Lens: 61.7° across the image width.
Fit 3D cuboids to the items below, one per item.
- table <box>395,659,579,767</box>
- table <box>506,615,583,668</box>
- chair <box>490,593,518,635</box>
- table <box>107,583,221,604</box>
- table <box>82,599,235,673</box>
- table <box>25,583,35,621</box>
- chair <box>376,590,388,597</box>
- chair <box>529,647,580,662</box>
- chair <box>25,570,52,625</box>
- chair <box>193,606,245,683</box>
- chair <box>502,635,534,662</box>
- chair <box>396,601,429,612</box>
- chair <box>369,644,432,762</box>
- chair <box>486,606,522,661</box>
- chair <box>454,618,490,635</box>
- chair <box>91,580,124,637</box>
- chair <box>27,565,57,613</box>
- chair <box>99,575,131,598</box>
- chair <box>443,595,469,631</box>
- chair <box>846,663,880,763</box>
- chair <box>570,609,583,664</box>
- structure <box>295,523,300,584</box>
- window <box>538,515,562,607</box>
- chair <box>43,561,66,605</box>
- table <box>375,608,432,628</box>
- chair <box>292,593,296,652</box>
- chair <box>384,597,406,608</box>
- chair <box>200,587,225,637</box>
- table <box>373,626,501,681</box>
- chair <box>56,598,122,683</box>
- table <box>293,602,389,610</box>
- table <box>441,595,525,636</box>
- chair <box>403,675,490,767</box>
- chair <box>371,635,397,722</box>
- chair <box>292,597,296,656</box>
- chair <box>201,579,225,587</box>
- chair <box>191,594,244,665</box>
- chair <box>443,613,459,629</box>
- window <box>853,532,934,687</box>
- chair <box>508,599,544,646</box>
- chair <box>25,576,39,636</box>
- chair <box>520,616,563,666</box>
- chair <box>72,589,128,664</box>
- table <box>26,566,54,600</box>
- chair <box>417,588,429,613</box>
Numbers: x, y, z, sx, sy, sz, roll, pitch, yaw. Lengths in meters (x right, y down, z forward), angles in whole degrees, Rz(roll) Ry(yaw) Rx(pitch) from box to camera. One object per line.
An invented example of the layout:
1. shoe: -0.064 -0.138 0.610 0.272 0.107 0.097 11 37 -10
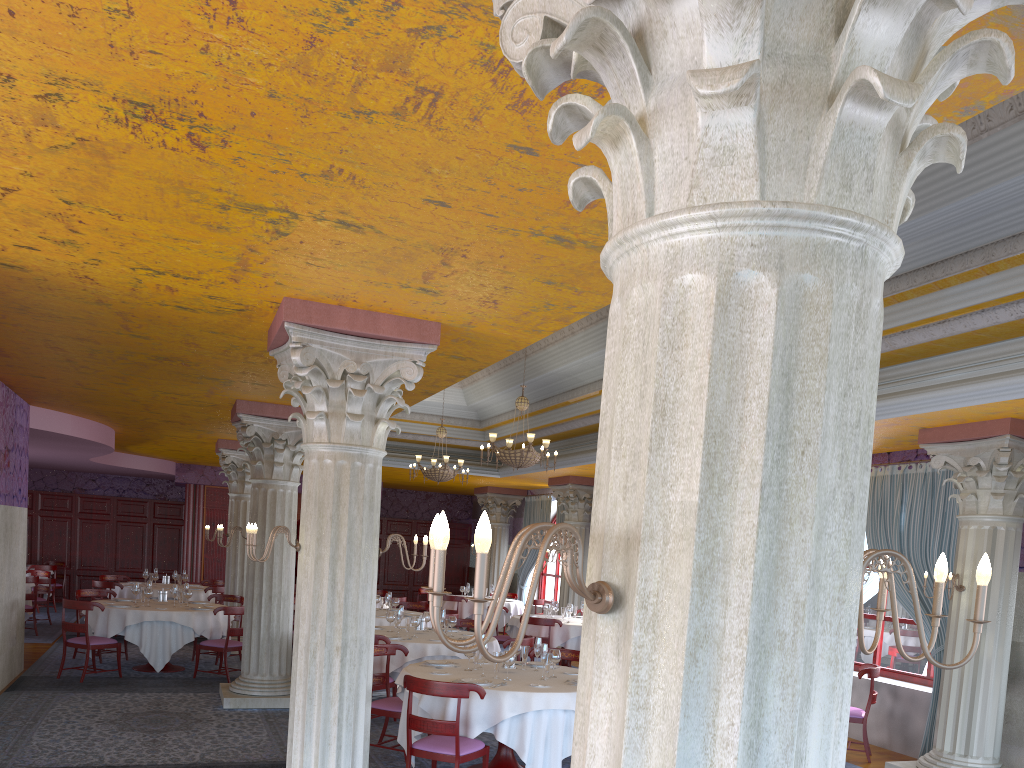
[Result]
1. table: -0.048 3.211 8.080 2.094 0.958 2.101 7 -9 -20
2. table: 0.961 4.624 15.043 2.094 0.958 2.101 7 -9 -20
3. chair: -0.276 5.562 20.595 0.743 1.102 0.648 4 0 24
4. table: -6.769 4.419 16.672 2.094 0.958 2.101 7 -9 -20
5. table: -5.224 3.759 12.717 2.094 0.958 2.101 7 -9 -20
6. table: -10.005 4.032 15.794 2.094 0.958 2.101 7 -9 -20
7. chair: -3.026 4.893 18.087 0.743 1.102 0.648 4 0 24
8. chair: 0.450 3.408 9.195 0.743 1.102 0.648 4 0 24
9. chair: -9.507 4.229 16.909 0.743 1.102 0.648 4 0 24
10. chair: -4.098 3.688 12.226 0.641 1.101 0.752 4 -1 24
11. chair: -0.086 3.637 10.566 0.641 1.101 0.752 4 -1 24
12. chair: -1.823 4.379 15.010 0.743 1.102 0.648 4 0 24
13. chair: -1.160 3.176 8.559 0.641 1.101 0.752 4 -1 24
14. chair: -0.151 4.590 15.522 0.641 1.101 0.752 4 -1 24
15. chair: -0.714 3.905 12.172 0.743 1.102 0.648 4 0 24
16. chair: -7.254 4.117 15.545 0.743 1.102 0.648 4 0 24
17. chair: -10.711 4.626 19.384 0.641 1.101 0.752 4 -1 24
18. chair: -7.882 4.385 17.151 0.641 1.101 0.752 4 -1 24
19. chair: -1.258 5.063 18.353 0.743 1.102 0.648 4 0 24
20. chair: 3.885 3.785 9.953 0.641 1.101 0.752 4 -1 24
21. chair: 1.459 4.821 16.158 0.743 1.102 0.648 4 0 24
22. structure: -5.087 4.372 22.238 0.969 1.866 0.632 3 3 -21
23. window: 1.456 4.038 20.099 0.161 2.557 3.573 2 -5 -21
24. chair: -11.339 4.894 20.990 0.743 1.102 0.648 4 0 24
25. table: -2.321 4.182 13.895 2.094 0.958 2.101 7 -9 -20
26. chair: -4.008 4.393 15.845 0.743 1.102 0.648 4 0 24
27. chair: -2.398 4.624 16.481 0.641 1.101 0.752 4 -1 24
28. chair: -5.643 4.348 16.180 0.641 1.101 0.752 4 -1 24
29. table: -1.212 3.708 11.057 2.094 0.958 2.101 7 -9 -20
30. chair: -5.708 3.456 11.590 0.743 1.102 0.648 4 0 24
31. table: -3.524 4.696 16.972 2.094 0.958 2.101 7 -9 -20
32. table: -0.774 5.365 19.480 2.094 0.958 2.101 7 -9 -20
33. chair: -0.532 2.908 6.953 0.743 1.102 0.648 4 0 24
34. chair: -1.696 3.405 9.930 0.743 1.102 0.648 4 0 24
35. chair: -3.433 4.148 14.374 0.641 1.101 0.752 4 -1 24
36. chair: -6.271 4.616 17.787 0.743 1.102 0.648 4 0 24
37. chair: -4.726 3.956 13.832 0.743 1.102 0.648 4 0 24
38. chair: -1.195 4.111 13.404 0.641 1.101 0.752 4 -1 24
39. window: 4.907 2.563 11.269 0.161 2.557 3.573 2 -5 -21
40. chair: 0.352 5.294 18.989 0.641 1.101 0.752 4 -1 24
41. chair: -8.879 3.961 15.302 0.641 1.101 0.752 4 -1 24
42. chair: 0.476 4.322 13.916 0.743 1.102 0.648 4 0 24
43. chair: -6.336 3.725 13.197 0.641 1.101 0.752 4 -1 24
44. table: -11.838 4.697 19.875 2.094 0.958 2.101 7 -9 -20
45. chair: -1.886 5.331 19.960 0.641 1.101 0.752 4 -1 24
